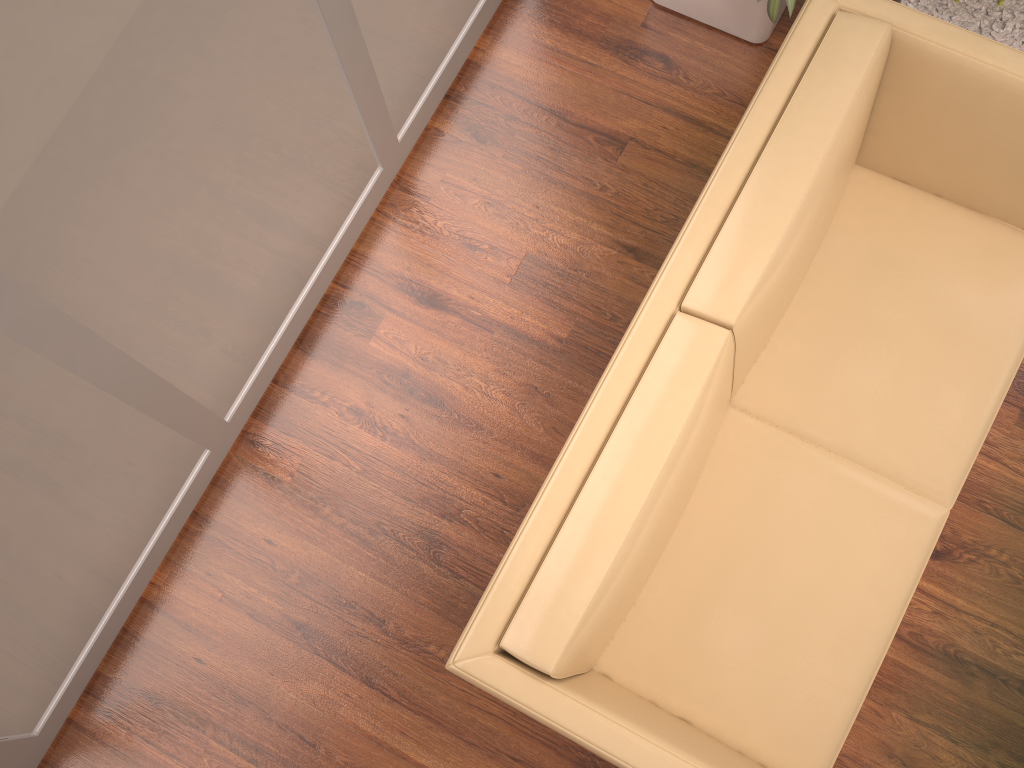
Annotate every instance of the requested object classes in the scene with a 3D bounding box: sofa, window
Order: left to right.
[{"bbox_3d":[-1.934,1.436,0.807,0.062,3.347,8.450,28,81,11],"label":"window"},{"bbox_3d":[0.692,0.110,2.189,0.873,0.855,1.778,27,81,10],"label":"sofa"}]

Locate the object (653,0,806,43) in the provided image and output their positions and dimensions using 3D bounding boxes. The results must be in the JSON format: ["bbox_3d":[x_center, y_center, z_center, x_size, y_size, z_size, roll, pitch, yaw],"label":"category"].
[{"bbox_3d":[0.712,-1.664,1.907,1.072,2.152,0.953,-43,76,-8],"label":"object"}]

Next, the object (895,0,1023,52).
[{"bbox_3d":[1.311,-1.378,1.800,1.068,2.152,0.957,40,80,13],"label":"object"}]
